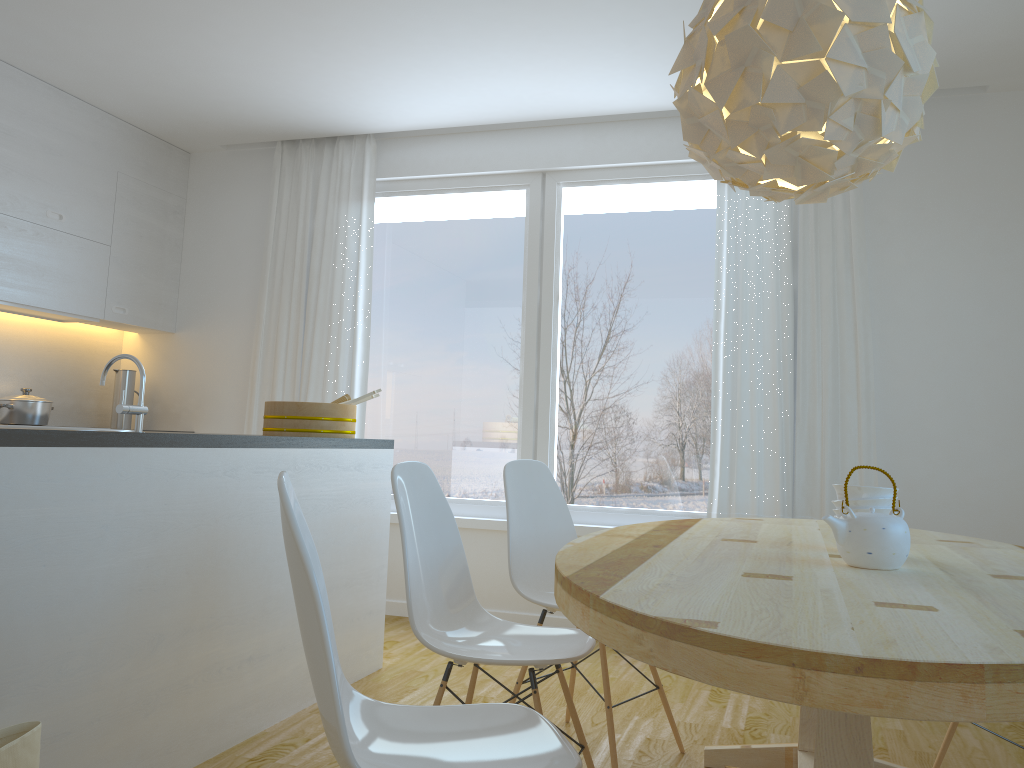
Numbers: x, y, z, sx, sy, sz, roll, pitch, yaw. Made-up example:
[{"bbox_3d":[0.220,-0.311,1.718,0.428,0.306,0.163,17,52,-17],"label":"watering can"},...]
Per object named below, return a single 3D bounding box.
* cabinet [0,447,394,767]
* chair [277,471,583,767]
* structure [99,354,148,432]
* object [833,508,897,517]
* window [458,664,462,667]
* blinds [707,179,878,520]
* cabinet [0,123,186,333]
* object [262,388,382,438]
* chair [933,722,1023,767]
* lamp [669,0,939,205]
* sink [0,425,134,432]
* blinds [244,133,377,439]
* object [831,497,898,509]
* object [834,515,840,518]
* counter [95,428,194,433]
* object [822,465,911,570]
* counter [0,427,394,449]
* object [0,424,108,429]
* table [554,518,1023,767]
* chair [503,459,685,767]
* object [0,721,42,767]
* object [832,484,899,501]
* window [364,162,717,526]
[{"bbox_3d":[-1.173,0.645,2.727,0.600,0.916,2.385,0,-5,18],"label":"cabinet"},{"bbox_3d":[-0.137,0.604,1.430,0.522,0.908,0.427,3,-7,-12],"label":"chair"},{"bbox_3d":[-1.089,0.021,2.427,0.162,0.217,0.096,0,-7,18],"label":"structure"},{"bbox_3d":[0.857,0.342,2.144,0.151,0.093,0.150,5,-6,-33],"label":"object"},{"bbox_3d":[1.024,-0.353,1.550,2.549,2.069,1.867,0,-6,18],"label":"window"},{"bbox_3d":[1.359,-0.403,4.316,0.795,2.176,0.149,0,-8,18],"label":"blinds"},{"bbox_3d":[-2.614,-0.130,3.944,0.481,2.317,3.180,0,-5,18],"label":"cabinet"},{"bbox_3d":[-0.822,0.116,3.713,0.428,0.216,0.377,6,-6,-44],"label":"object"},{"bbox_3d":[1.556,0.737,2.550,0.523,0.908,0.427,3,-7,-7],"label":"chair"},{"bbox_3d":[0.740,-1.013,2.281,0.647,1.144,0.634,0,-7,17],"label":"lamp"},{"bbox_3d":[-1.285,0.201,2.493,0.403,0.158,0.402,5,-5,-31],"label":"sink"},{"bbox_3d":[-1.181,-0.443,5.121,0.795,2.176,0.149,0,-7,17],"label":"blinds"},{"bbox_3d":[0.856,0.318,2.149,0.150,0.096,0.151,-1,-6,34],"label":"object"},{"bbox_3d":[0.859,0.365,2.138,0.151,0.083,0.151,5,-5,-33],"label":"object"},{"bbox_3d":[-2.504,0.232,4.489,0.600,0.040,1.988,1,-4,18],"label":"counter"},{"bbox_3d":[0.749,0.279,1.881,0.177,0.213,0.146,0,-6,17],"label":"object"},{"bbox_3d":[-1.157,0.171,2.787,0.600,0.040,2.385,1,-4,18],"label":"counter"},{"bbox_3d":[-2.506,0.214,4.495,0.562,0.013,0.650,1,-4,18],"label":"object"},{"bbox_3d":[0.728,0.761,2.029,1.193,0.730,2.176,1,-4,16],"label":"table"},{"bbox_3d":[0.233,0.709,2.865,0.522,0.908,0.427,-3,-8,37],"label":"chair"},{"bbox_3d":[-0.630,0.811,1.713,1.189,0.505,0.468,2,-6,-4],"label":"object"},{"bbox_3d":[0.860,0.290,2.153,0.151,0.087,0.151,6,-6,-44],"label":"object"},{"bbox_3d":[0.157,-0.227,4.874,2.726,1.933,0.087,1,-7,18],"label":"window"}]
